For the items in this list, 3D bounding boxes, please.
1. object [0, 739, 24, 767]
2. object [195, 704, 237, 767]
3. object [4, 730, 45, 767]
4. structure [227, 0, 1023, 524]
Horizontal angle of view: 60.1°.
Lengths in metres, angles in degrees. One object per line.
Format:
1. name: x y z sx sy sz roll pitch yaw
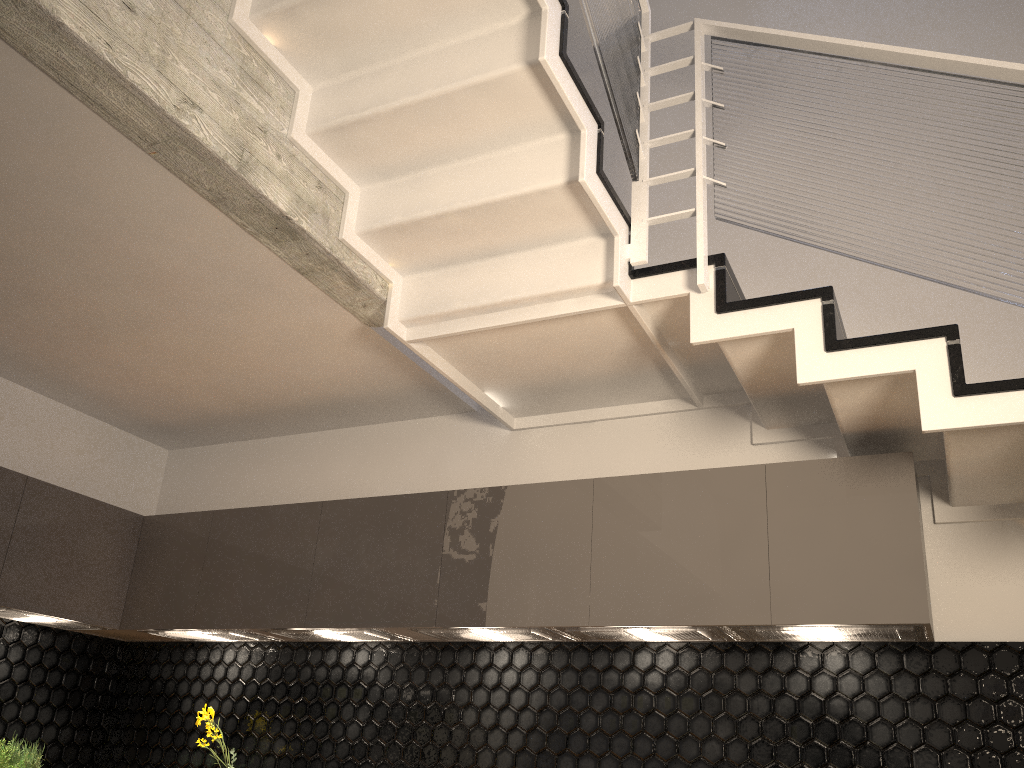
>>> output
1. object: -2.131 1.599 3.568 0.235 0.347 0.248 -9 -25 29
2. object: -1.314 1.651 3.774 0.259 0.532 0.431 20 -27 -35
3. object: -2.051 1.641 3.681 0.170 0.372 0.186 14 -24 -23
4. structure: 0.373 -2.189 2.086 8.481 8.156 4.303 -7 -24 25
